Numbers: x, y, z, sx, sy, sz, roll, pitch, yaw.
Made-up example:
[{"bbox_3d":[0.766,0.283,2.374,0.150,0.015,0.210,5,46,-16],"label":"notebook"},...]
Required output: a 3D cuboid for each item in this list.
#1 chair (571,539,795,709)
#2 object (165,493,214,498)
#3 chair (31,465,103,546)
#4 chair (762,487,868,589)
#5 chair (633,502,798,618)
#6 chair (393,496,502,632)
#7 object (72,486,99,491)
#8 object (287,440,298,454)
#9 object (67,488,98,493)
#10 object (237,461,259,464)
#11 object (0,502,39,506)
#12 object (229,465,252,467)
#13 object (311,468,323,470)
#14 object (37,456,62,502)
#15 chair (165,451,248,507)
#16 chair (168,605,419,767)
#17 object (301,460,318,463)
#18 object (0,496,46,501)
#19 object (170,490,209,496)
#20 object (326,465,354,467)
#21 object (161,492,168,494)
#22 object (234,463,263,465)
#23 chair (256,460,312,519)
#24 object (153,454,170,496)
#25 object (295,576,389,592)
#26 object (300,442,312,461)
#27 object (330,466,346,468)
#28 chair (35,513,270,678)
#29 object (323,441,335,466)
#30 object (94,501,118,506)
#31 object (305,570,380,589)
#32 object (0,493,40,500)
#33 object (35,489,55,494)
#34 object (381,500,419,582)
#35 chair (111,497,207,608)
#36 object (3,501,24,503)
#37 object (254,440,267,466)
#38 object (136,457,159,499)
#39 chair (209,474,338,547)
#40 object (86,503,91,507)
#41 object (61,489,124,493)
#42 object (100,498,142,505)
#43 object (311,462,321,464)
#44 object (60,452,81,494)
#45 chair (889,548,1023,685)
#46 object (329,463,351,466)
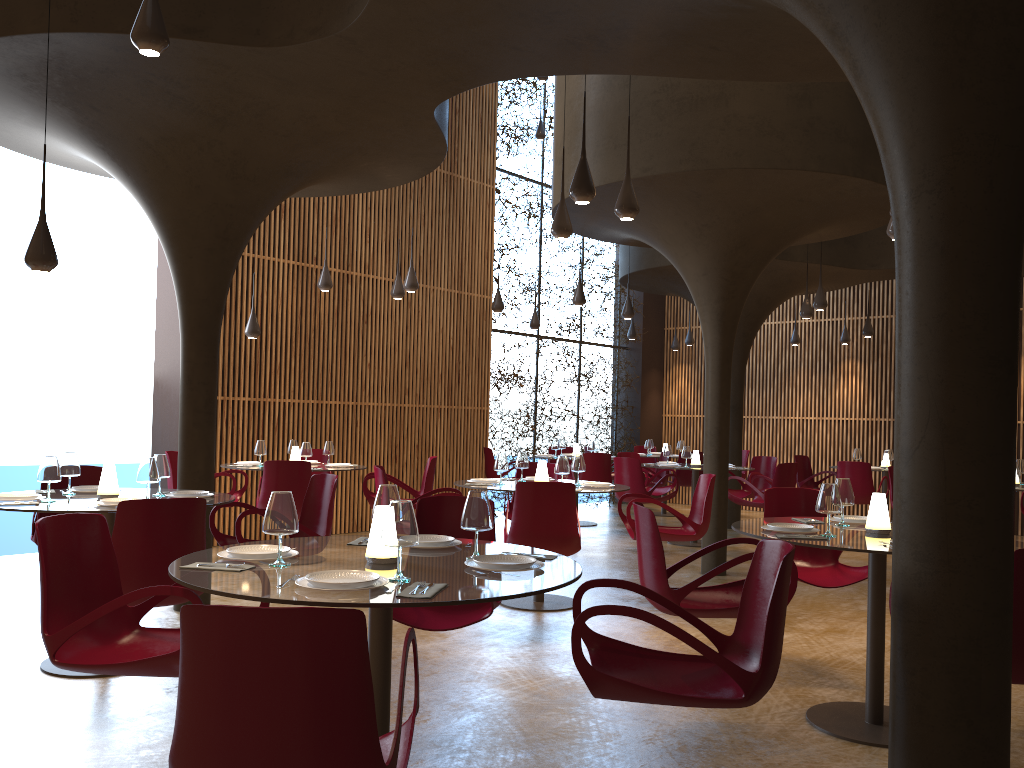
[{"bbox_3d":[0.679,0.946,3.572,0.872,0.636,0.625,1,-2,4],"label":"chair"},{"bbox_3d":[-2.299,0.795,6.326,0.332,0.014,0.332,0,-3,33],"label":"object"},{"bbox_3d":[-3.393,0.976,6.918,0.625,0.636,0.873,2,-2,-31],"label":"chair"},{"bbox_3d":[2.165,1.100,6.415,0.625,0.636,0.873,2,-2,-4],"label":"chair"},{"bbox_3d":[1.132,1.021,5.141,0.872,0.636,0.625,1,-2,1],"label":"chair"},{"bbox_3d":[-0.367,0.973,4.898,0.625,0.636,0.873,1,-2,4],"label":"chair"},{"bbox_3d":[-3.095,0.772,6.527,0.263,0.029,0.263,1,-2,19],"label":"object"},{"bbox_3d":[-2.669,0.829,10.803,0.142,0.295,0.142,2,-1,-31],"label":"object"},{"bbox_3d":[-3.095,0.782,6.527,0.332,0.014,0.332,1,-2,3],"label":"object"},{"bbox_3d":[-3.083,0.929,10.379,0.263,0.029,0.263,2,-2,-11],"label":"object"},{"bbox_3d":[-3.095,0.749,5.527,0.262,0.017,0.126,3,-3,-31],"label":"object"},{"bbox_3d":[-3.092,0.933,10.076,0.262,0.017,0.126,2,-2,-2],"label":"object"},{"bbox_3d":[-2.196,0.950,9.920,0.126,0.017,0.262,2,-2,-4],"label":"object"},{"bbox_3d":[-3.002,0.616,5.751,0.142,0.295,0.142,2,-1,-32],"label":"object"},{"bbox_3d":[-3.573,1.108,10.297,0.872,0.636,0.625,2,-2,-4],"label":"chair"},{"bbox_3d":[-0.608,0.872,2.556,0.625,0.636,0.873,2,-2,-1],"label":"chair"},{"bbox_3d":[-2.540,0.968,10.993,0.263,0.029,0.263,-1,-3,44],"label":"object"},{"bbox_3d":[-3.234,0.749,5.796,0.332,0.014,0.332,4,-3,-43],"label":"object"},{"bbox_3d":[-2.299,0.785,6.326,0.263,0.029,0.263,4,-3,-41],"label":"object"},{"bbox_3d":[-2.047,0.971,10.520,0.332,0.014,0.332,3,-3,-24],"label":"object"},{"bbox_3d":[-2.458,0.808,6.583,0.262,0.017,0.126,3,-3,-35],"label":"object"},{"bbox_3d":[-3.084,0.938,10.378,0.332,0.014,0.332,0,-3,34],"label":"object"},{"bbox_3d":[-2.362,1.100,9.319,0.625,0.636,0.873,2,-2,-14],"label":"chair"},{"bbox_3d":[-2.527,0.653,6.358,0.142,0.295,0.142,1,-1,31],"label":"object"},{"bbox_3d":[-0.606,0.711,3.172,0.332,0.014,0.332,4,-3,-42],"label":"object"},{"bbox_3d":[-2.348,0.809,10.102,0.142,0.295,0.142,2,-1,-27],"label":"object"},{"bbox_3d":[-2.046,0.972,10.516,0.204,0.012,0.411,2,-2,-2],"label":"object"},{"bbox_3d":[-1.568,0.896,3.782,0.872,0.636,0.625,1,-2,9],"label":"chair"},{"bbox_3d":[-2.210,0.836,10.685,0.142,0.295,0.142,3,-1,-44],"label":"object"},{"bbox_3d":[-2.492,0.763,5.671,0.332,0.014,0.332,1,-2,13],"label":"object"},{"bbox_3d":[-0.606,0.702,3.172,0.263,0.029,0.263,0,-3,32],"label":"object"},{"bbox_3d":[-3.233,0.739,5.796,0.263,0.029,0.263,1,-2,11],"label":"object"},{"bbox_3d":[-3.367,0.777,6.395,0.126,0.017,0.262,3,-3,-29],"label":"object"},{"bbox_3d":[-0.419,0.585,3.318,0.142,0.295,0.142,1,-1,31],"label":"object"},{"bbox_3d":[-2.096,0.935,5.072,0.625,0.636,0.872,3,-2,-36],"label":"chair"},{"bbox_3d":[-3.237,0.750,5.799,0.204,0.012,0.411,3,-3,-35],"label":"object"},{"bbox_3d":[-2.903,0.800,10.229,0.142,0.295,0.142,1,-1,42],"label":"object"},{"bbox_3d":[-2.421,0.637,5.895,0.142,0.295,0.142,2,-1,-38],"label":"object"},{"bbox_3d":[-1.764,1.010,6.727,0.873,0.636,0.625,3,-2,-36],"label":"chair"},{"bbox_3d":[-2.496,0.764,5.668,0.411,0.012,0.204,3,-3,-30],"label":"object"},{"bbox_3d":[-3.091,0.784,6.530,0.411,0.012,0.204,3,-3,-33],"label":"object"},{"bbox_3d":[-2.492,0.753,5.671,0.263,0.029,0.263,2,-2,-12],"label":"object"},{"bbox_3d":[-2.540,0.977,10.993,0.332,0.014,0.332,1,-2,15],"label":"object"},{"bbox_3d":[-3.144,0.635,6.301,0.142,0.295,0.142,1,-1,26],"label":"object"},{"bbox_3d":[2.253,1.007,4.062,0.625,0.636,0.873,2,-2,-9],"label":"chair"},{"bbox_3d":[-2.046,0.961,10.520,0.263,0.029,0.263,3,-3,-30],"label":"object"}]
